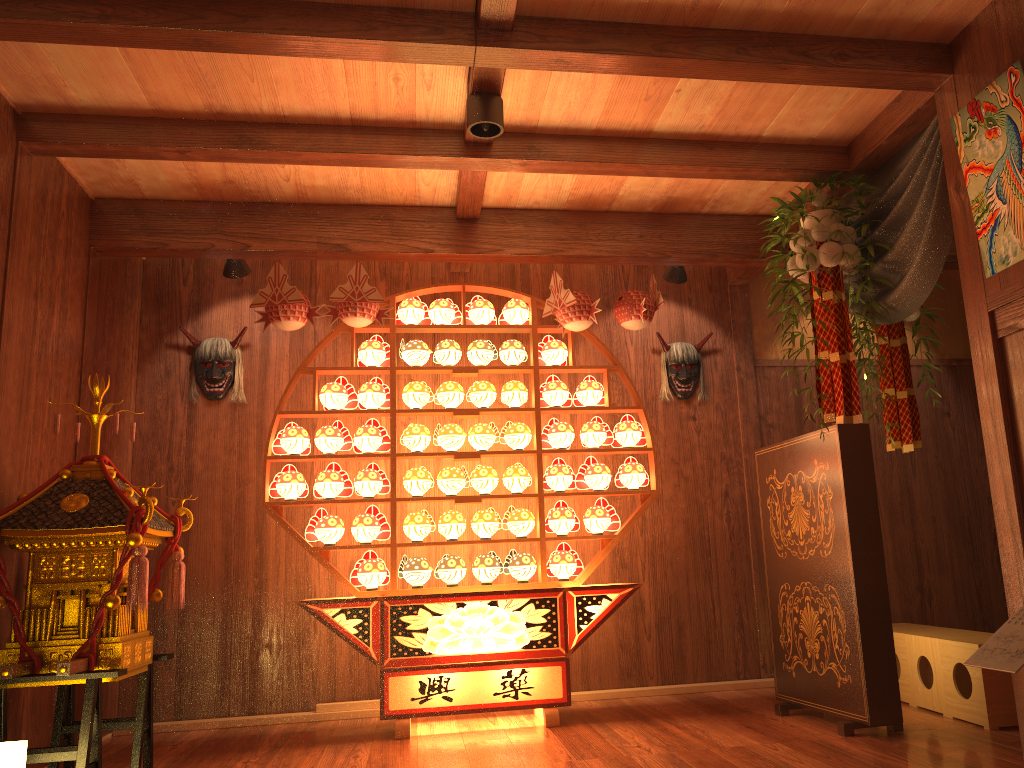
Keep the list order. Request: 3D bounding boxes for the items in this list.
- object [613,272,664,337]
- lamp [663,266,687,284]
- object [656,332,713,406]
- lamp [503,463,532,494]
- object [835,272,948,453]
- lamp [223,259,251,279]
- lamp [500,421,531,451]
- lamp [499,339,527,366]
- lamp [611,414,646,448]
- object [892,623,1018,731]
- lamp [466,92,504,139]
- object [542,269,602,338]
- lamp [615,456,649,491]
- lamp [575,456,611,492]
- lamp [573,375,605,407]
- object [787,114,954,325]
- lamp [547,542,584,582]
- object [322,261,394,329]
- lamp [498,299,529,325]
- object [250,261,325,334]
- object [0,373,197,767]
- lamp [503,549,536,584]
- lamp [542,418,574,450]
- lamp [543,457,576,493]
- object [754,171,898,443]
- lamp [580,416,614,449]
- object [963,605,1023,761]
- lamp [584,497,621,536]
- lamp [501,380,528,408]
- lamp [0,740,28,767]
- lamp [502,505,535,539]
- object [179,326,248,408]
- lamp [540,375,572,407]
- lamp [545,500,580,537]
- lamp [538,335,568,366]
[{"bbox_3d":[0.629,-0.431,4.558,0.231,0.318,0.361,0,-12,-12],"label":"object"},{"bbox_3d":[0.914,-0.643,4.977,0.134,0.177,0.177,-5,-12,11],"label":"lamp"},{"bbox_3d":[1.046,-0.080,5.341,0.368,0.453,0.136,0,-12,-10],"label":"object"},{"bbox_3d":[0.021,0.478,4.503,0.138,0.173,0.158,-4,-12,7],"label":"lamp"},{"bbox_3d":[2.002,-0.193,4.811,0.763,1.259,0.528,3,-13,-23],"label":"object"},{"bbox_3d":[-1.414,-0.622,4.559,0.139,0.176,0.171,3,-13,-22],"label":"lamp"},{"bbox_3d":[0.036,0.263,4.555,0.144,0.173,0.152,7,-15,-37],"label":"lamp"},{"bbox_3d":[0.000,-0.168,4.638,0.138,0.173,0.158,-4,-12,7],"label":"lamp"},{"bbox_3d":[0.611,0.244,4.658,0.199,0.200,0.158,-4,-12,6],"label":"lamp"},{"bbox_3d":[2.035,1.348,4.197,0.328,0.330,1.284,-2,-12,-3],"label":"object"},{"bbox_3d":[-0.102,-1.024,3.375,0.135,0.120,0.144,-11,-15,36],"label":"lamp"},{"bbox_3d":[0.318,-0.416,4.499,0.248,0.314,0.353,5,-14,-30],"label":"object"},{"bbox_3d":[0.629,0.463,4.613,0.182,0.192,0.157,-3,-12,1],"label":"lamp"},{"bbox_3d":[0.448,0.461,4.582,0.205,0.200,0.153,3,-13,-23],"label":"lamp"},{"bbox_3d":[0.407,0.033,4.667,0.188,0.195,0.158,-4,-12,6],"label":"lamp"},{"bbox_3d":[1.617,-0.616,4.008,0.096,0.750,1.486,-1,-12,-6],"label":"object"},{"bbox_3d":[0.256,0.895,4.459,0.193,0.197,0.158,-4,-12,6],"label":"lamp"},{"bbox_3d":[-0.754,-0.418,4.314,0.352,0.306,0.213,0,-12,-9],"label":"object"},{"bbox_3d":[0.022,-0.391,4.689,0.190,0.188,0.156,-1,-12,-4],"label":"lamp"},{"bbox_3d":[-1.077,-0.407,4.249,0.359,0.311,0.242,-6,-12,16],"label":"object"},{"bbox_3d":[-1.554,0.705,3.225,0.614,1.513,0.800,0,-12,-8],"label":"object"},{"bbox_3d":[0.058,0.909,4.422,0.144,0.173,0.151,9,-16,-42],"label":"lamp"},{"bbox_3d":[0.259,0.254,4.594,0.195,0.187,0.152,4,-13,-28],"label":"lamp"},{"bbox_3d":[0.242,0.465,4.544,0.189,0.195,0.157,-2,-12,1],"label":"lamp"},{"bbox_3d":[1.409,-0.349,3.940,0.582,1.259,0.695,2,-13,-19],"label":"object"},{"bbox_3d":[0.421,0.251,4.626,0.177,0.191,0.160,-7,-13,21],"label":"lamp"},{"bbox_3d":[1.566,0.925,2.648,0.304,0.559,0.247,0,-12,-9],"label":"object"},{"bbox_3d":[0.432,0.677,4.534,0.195,0.200,0.161,-8,-13,26],"label":"lamp"},{"bbox_3d":[0.012,0.047,4.593,0.140,0.173,0.156,-2,-12,-3],"label":"lamp"},{"bbox_3d":[-1.442,1.099,2.222,0.283,0.315,0.277,0,-12,-8],"label":"lamp"},{"bbox_3d":[0.052,0.694,4.464,0.144,0.173,0.151,9,-16,-42],"label":"lamp"},{"bbox_3d":[-1.634,-0.084,4.867,0.368,0.453,0.136,0,-12,-10],"label":"object"},{"bbox_3d":[0.230,0.032,4.635,0.202,0.200,0.155,0,-12,-9],"label":"lamp"},{"bbox_3d":[0.252,0.681,4.500,0.186,0.193,0.157,-2,-12,1],"label":"lamp"},{"bbox_3d":[0.229,-0.183,4.682,0.205,0.200,0.153,3,-13,-23],"label":"lamp"}]
